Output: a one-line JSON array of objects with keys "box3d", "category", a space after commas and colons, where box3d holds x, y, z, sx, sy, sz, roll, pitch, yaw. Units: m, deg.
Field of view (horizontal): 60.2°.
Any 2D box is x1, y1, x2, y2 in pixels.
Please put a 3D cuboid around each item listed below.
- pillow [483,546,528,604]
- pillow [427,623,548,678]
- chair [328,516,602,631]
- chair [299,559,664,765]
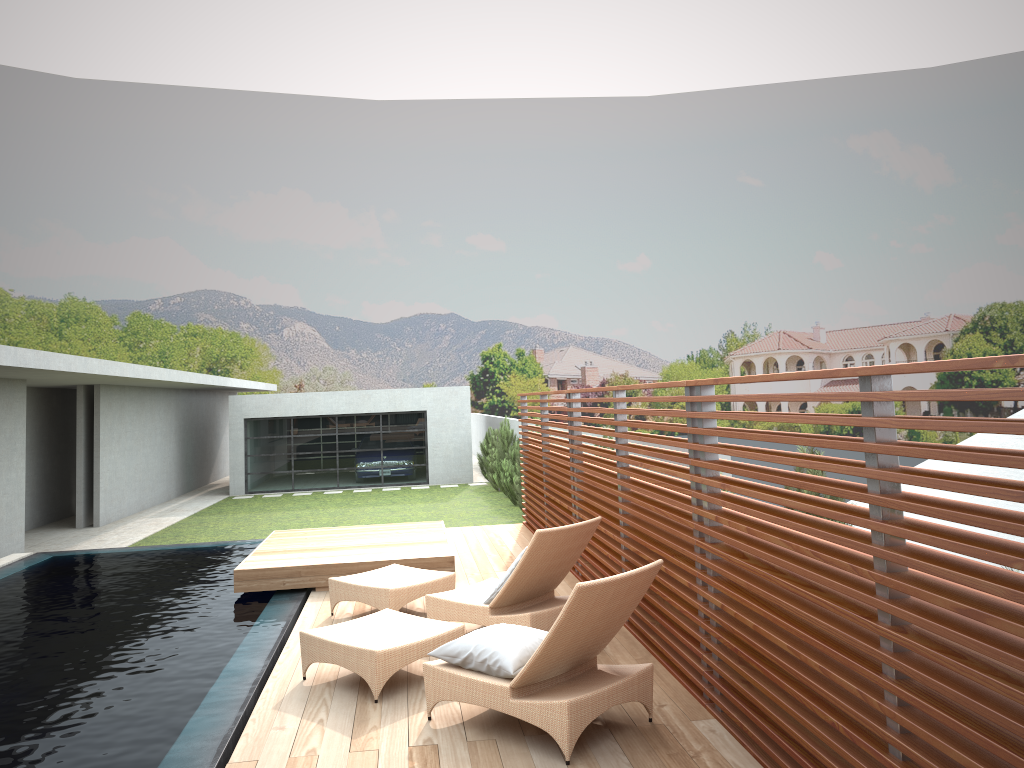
[{"box3d": [0.151, 1.299, 6.186, 0.425, 0.430, 0.607, -5, -4, 41], "category": "pillow"}, {"box3d": [-0.039, 1.412, 4.759, 0.591, 0.195, 0.594, -4, -2, 39], "category": "pillow"}, {"box3d": [-0.418, 1.401, 6.682, 2.284, 0.833, 0.699, -4, -4, 42], "category": "chair"}, {"box3d": [-0.264, 1.369, 5.017, 2.284, 0.833, 0.699, -4, -4, 43], "category": "chair"}]
